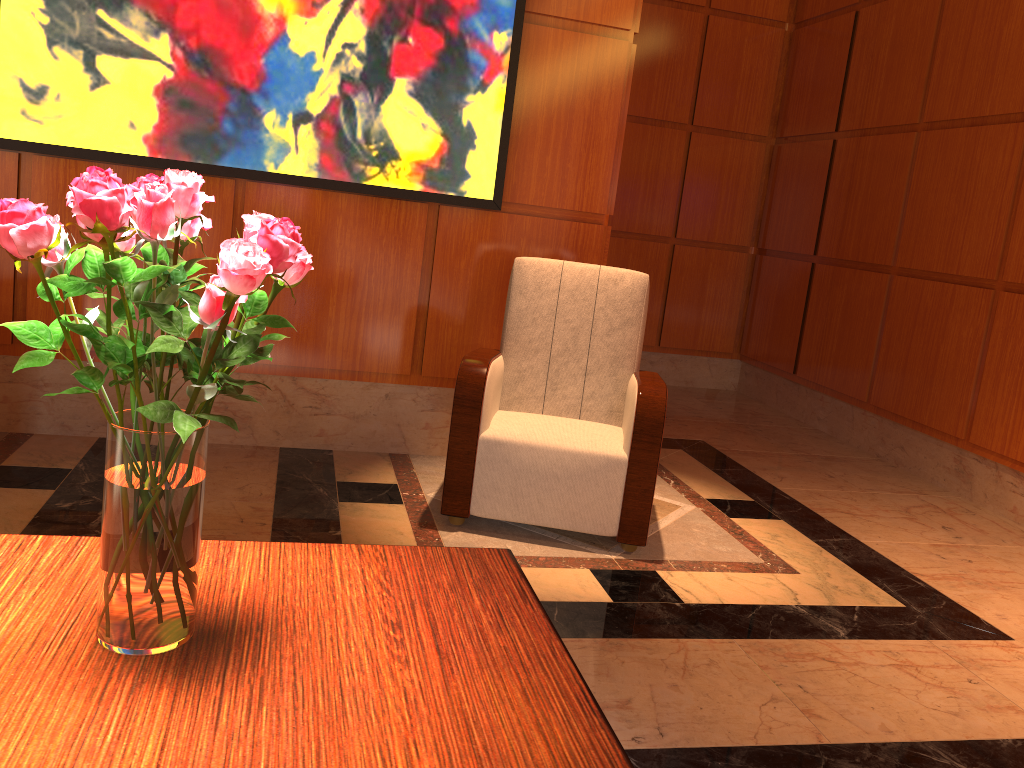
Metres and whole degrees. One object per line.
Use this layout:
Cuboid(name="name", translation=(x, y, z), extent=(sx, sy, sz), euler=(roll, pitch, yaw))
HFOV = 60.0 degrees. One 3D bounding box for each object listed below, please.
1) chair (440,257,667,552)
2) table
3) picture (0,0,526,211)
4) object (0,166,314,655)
Cuboid(name="chair", translation=(0.191, 0.029, 3.351), extent=(0.738, 0.955, 0.632), euler=(8, 9, 5))
Cuboid(name="table", translation=(-0.517, 0.591, 1.152), extent=(1.166, 0.531, 0.730), euler=(4, 10, -14))
Cuboid(name="picture", translation=(-0.913, -1.667, 3.451), extent=(1.995, 1.726, 0.057), euler=(5, 9, -14))
Cuboid(name="object", translation=(-0.441, 0.033, 1.099), extent=(0.350, 0.592, 0.328), euler=(8, 9, 6))
